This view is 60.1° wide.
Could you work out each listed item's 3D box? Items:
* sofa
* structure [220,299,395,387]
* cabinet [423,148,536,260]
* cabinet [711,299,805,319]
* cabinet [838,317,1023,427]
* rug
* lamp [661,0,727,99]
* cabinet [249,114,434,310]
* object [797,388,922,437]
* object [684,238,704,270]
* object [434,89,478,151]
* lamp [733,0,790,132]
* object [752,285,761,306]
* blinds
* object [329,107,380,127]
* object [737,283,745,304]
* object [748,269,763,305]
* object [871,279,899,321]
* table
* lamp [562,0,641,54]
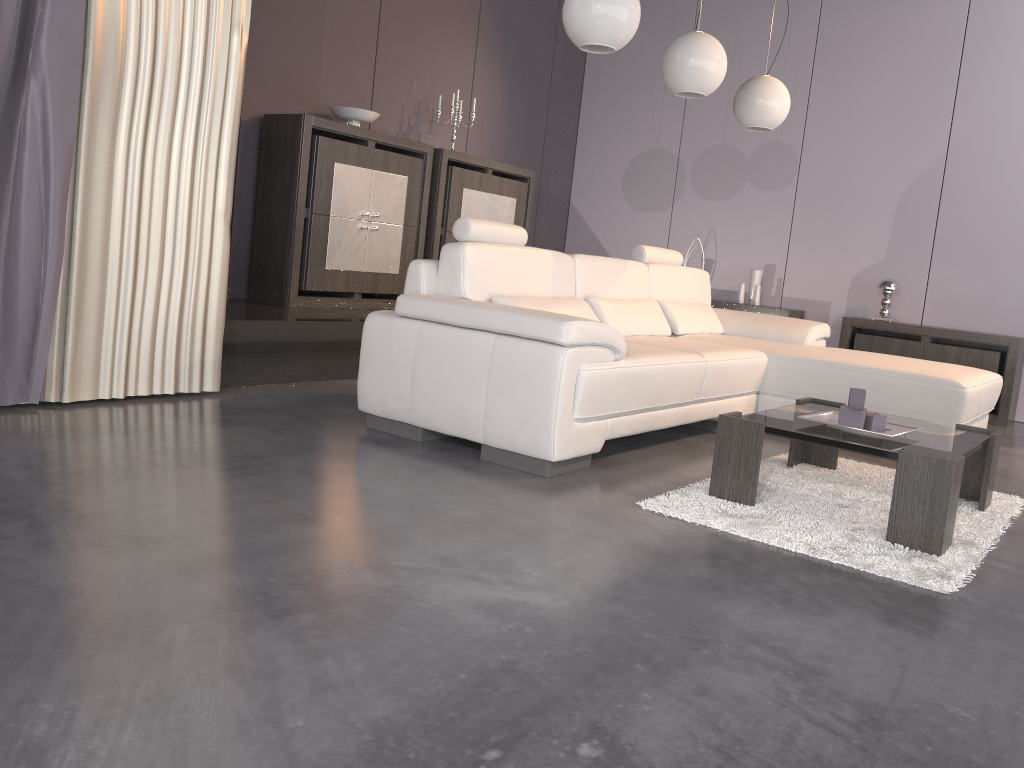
[{"bbox_3d":[0.997,-0.179,4.011,1.876,0.854,2.865,12,9,35],"label":"sofa"},{"bbox_3d":[-2.159,-0.178,3.584,1.004,0.299,8.781,12,10,35],"label":"structure"},{"bbox_3d":[-0.316,-1.072,6.389,0.413,1.070,1.073,10,8,35],"label":"cabinet"},{"bbox_3d":[1.603,-0.350,6.747,1.077,0.552,0.377,12,8,35],"label":"cabinet"},{"bbox_3d":[2.761,-0.105,5.904,1.077,0.552,0.377,12,8,35],"label":"cabinet"},{"bbox_3d":[1.170,0.403,3.038,0.920,0.023,1.528,12,10,35],"label":"rug"},{"bbox_3d":[0.917,-2.060,4.119,0.308,1.408,0.307,11,7,39],"label":"lamp"},{"bbox_3d":[-1.003,-1.012,5.448,0.413,1.070,1.073,10,8,35],"label":"cabinet"},{"bbox_3d":[1.154,0.084,2.920,0.306,0.136,0.304,13,10,40],"label":"object"},{"bbox_3d":[1.411,-0.904,6.876,0.124,0.463,0.108,10,7,36],"label":"object"},{"bbox_3d":[-0.394,-1.811,6.125,0.229,0.443,0.231,2,7,-37],"label":"object"},{"bbox_3d":[1.439,-2.107,4.840,0.308,1.408,0.307,11,7,39],"label":"lamp"},{"bbox_3d":[1.817,-0.658,6.565,0.051,0.151,0.051,8,6,14],"label":"object"},{"bbox_3d":[-1.681,-1.360,2.664,0.249,2.982,3.291,10,8,36],"label":"blinds"},{"bbox_3d":[-0.967,-1.605,5.412,0.308,0.116,0.311,3,8,-20],"label":"object"},{"bbox_3d":[1.720,-0.678,6.636,0.051,0.151,0.051,8,6,14],"label":"object"},{"bbox_3d":[1.826,-0.727,6.667,0.089,0.262,0.089,6,6,-3],"label":"object"},{"bbox_3d":[2.569,-0.579,6.072,0.141,0.283,0.140,10,7,35],"label":"object"},{"bbox_3d":[1.200,0.268,3.031,0.704,0.269,0.906,12,10,35],"label":"table"},{"bbox_3d":[0.412,-2.017,3.428,0.307,1.408,0.308,7,5,3],"label":"lamp"}]
